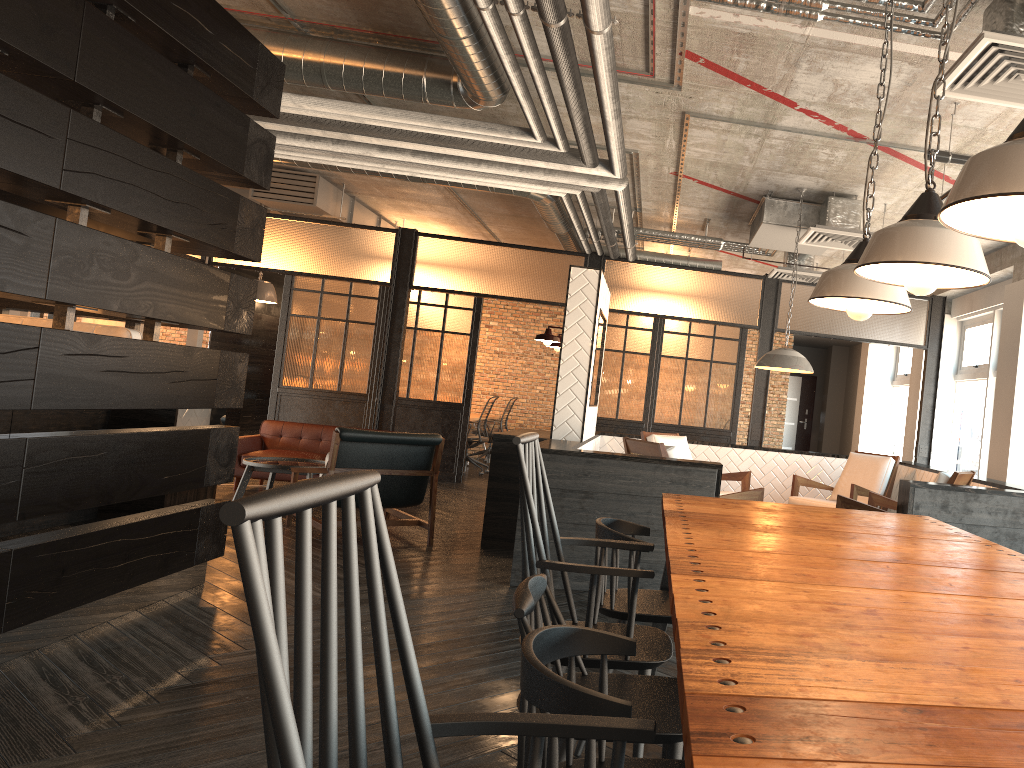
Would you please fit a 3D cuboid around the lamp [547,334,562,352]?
[{"bbox_3d":[0.413,-0.360,7.114,0.263,0.171,0.166,7,-1,-33],"label":"lamp"}]

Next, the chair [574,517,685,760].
[{"bbox_3d":[0.475,0.854,2.880,0.459,0.738,0.367,6,-2,-1],"label":"chair"}]

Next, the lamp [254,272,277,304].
[{"bbox_3d":[-3.161,-1.806,10.633,0.514,1.503,0.376,8,-2,-37],"label":"lamp"}]

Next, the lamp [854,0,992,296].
[{"bbox_3d":[1.181,-1.098,2.233,0.337,1.738,0.395,6,-2,20],"label":"lamp"}]

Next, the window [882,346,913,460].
[{"bbox_3d":[5.830,0.408,12.132,0.246,2.876,2.482,6,-1,10],"label":"window"}]

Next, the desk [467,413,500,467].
[{"bbox_3d":[-0.788,0.820,12.685,0.811,0.720,1.635,6,-1,6],"label":"desk"}]

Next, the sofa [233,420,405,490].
[{"bbox_3d":[-1.702,0.726,7.886,1.678,0.638,0.650,6,-1,-5],"label":"sofa"}]

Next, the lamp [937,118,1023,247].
[{"bbox_3d":[1.069,-1.115,1.575,0.351,1.738,0.381,6,-2,12],"label":"lamp"}]

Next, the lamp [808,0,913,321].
[{"bbox_3d":[1.292,-1.081,2.892,0.337,1.738,0.395,6,-2,20],"label":"lamp"}]

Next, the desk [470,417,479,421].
[{"bbox_3d":[-1.062,0.778,11.070,0.811,0.720,1.635,6,-1,6],"label":"desk"}]

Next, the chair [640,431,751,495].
[{"bbox_3d":[1.634,0.928,7.507,0.802,0.907,0.830,5,-2,40],"label":"chair"}]

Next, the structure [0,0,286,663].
[{"bbox_3d":[-4.941,-0.726,1.253,6.293,2.743,5.382,6,-1,0],"label":"structure"}]

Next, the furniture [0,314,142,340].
[{"bbox_3d":[-2.800,0.263,3.615,1.948,1.261,0.570,6,-2,-6],"label":"furniture"}]

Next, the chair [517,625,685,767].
[{"bbox_3d":[0.205,0.814,1.412,0.459,0.738,0.367,6,-2,-1],"label":"chair"}]

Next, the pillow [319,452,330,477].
[{"bbox_3d":[-0.983,0.648,5.876,0.785,0.334,0.217,6,-1,-36],"label":"pillow"}]

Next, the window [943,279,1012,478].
[{"bbox_3d":[5.363,0.336,9.367,0.246,2.876,2.482,6,-1,10],"label":"window"}]

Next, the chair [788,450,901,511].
[{"bbox_3d":[3.127,1.083,7.802,1.090,0.907,0.610,7,-1,-39],"label":"chair"}]

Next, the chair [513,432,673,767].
[{"bbox_3d":[0.219,0.675,2.360,0.504,1.033,0.450,6,-2,0],"label":"chair"}]

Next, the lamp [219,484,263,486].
[{"bbox_3d":[-2.797,0.342,7.888,0.972,1.179,0.467,7,-2,-40],"label":"lamp"}]

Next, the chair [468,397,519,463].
[{"bbox_3d":[-0.329,0.694,12.772,0.719,1.063,0.681,6,-1,0],"label":"chair"}]

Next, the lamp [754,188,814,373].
[{"bbox_3d":[2.380,-0.886,7.033,0.498,1.546,0.520,6,-2,9],"label":"lamp"}]

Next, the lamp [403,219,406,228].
[{"bbox_3d":[-1.092,-1.546,11.778,0.299,0.858,3.401,6,-1,10],"label":"lamp"}]

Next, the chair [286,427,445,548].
[{"bbox_3d":[-1.075,0.694,6.025,0.868,0.796,0.867,7,-1,-34],"label":"chair"}]

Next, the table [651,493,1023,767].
[{"bbox_3d":[0.854,0.855,1.667,1.198,0.792,3.735,6,-1,8],"label":"table"}]

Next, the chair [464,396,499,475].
[{"bbox_3d":[-0.605,0.652,11.137,0.719,1.063,0.681,6,-1,0],"label":"chair"}]

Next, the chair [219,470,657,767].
[{"bbox_3d":[-0.029,0.637,0.894,0.504,1.033,0.450,6,-2,0],"label":"chair"}]

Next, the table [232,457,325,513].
[{"bbox_3d":[-1.857,0.834,6.963,0.748,0.372,0.679,6,-1,-5],"label":"table"}]

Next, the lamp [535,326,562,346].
[{"bbox_3d":[0.293,-0.378,6.408,0.263,0.171,0.166,7,-1,-33],"label":"lamp"}]

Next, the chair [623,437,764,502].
[{"bbox_3d":[1.282,0.879,5.974,1.080,0.907,0.617,7,-1,-31],"label":"chair"}]

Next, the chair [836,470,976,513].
[{"bbox_3d":[2.872,1.043,6.163,0.813,0.907,0.822,5,-1,35],"label":"chair"}]

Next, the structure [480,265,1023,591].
[{"bbox_3d":[2.032,0.356,6.983,4.081,2.116,3.638,6,-1,0],"label":"structure"}]

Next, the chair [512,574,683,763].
[{"bbox_3d":[0.206,0.824,1.892,0.478,0.726,0.367,6,-1,-1],"label":"chair"}]
